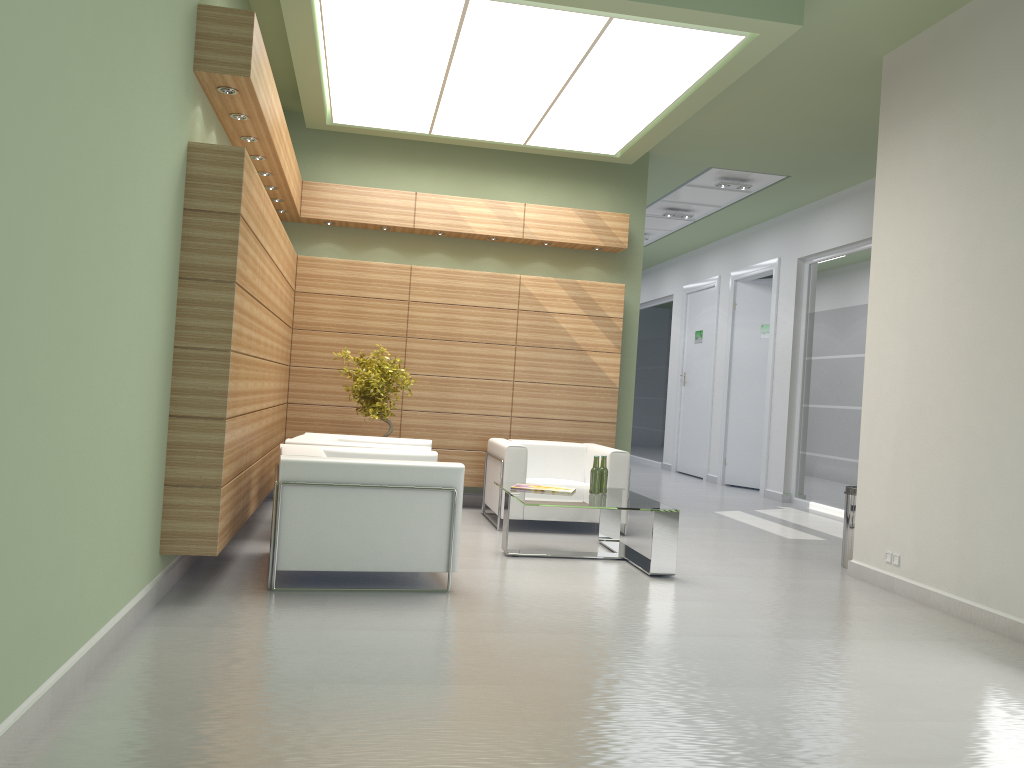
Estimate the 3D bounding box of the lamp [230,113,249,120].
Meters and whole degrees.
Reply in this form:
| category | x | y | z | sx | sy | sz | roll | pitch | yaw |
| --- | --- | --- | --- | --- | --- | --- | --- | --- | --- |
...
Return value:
| category | x | y | z | sx | sy | sz | roll | pitch | yaw |
| --- | --- | --- | --- | --- | --- | --- | --- | --- | --- |
| lamp | -2.704 | -2.678 | 8.805 | 0.181 | 0.074 | 0.181 | 4 | -1 | -27 |

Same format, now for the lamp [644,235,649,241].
| category | x | y | z | sx | sy | sz | roll | pitch | yaw |
| --- | --- | --- | --- | --- | --- | --- | --- | --- | --- |
| lamp | 3.255 | -3.901 | 23.414 | 0.657 | 0.159 | 0.286 | 4 | -1 | -10 |

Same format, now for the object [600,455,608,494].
| category | x | y | z | sx | sy | sz | roll | pitch | yaw |
| --- | --- | --- | --- | --- | --- | --- | --- | --- | --- |
| object | 1.144 | 1.138 | 11.155 | 0.131 | 0.475 | 0.131 | 4 | -1 | -45 |

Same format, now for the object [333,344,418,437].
| category | x | y | z | sx | sy | sz | roll | pitch | yaw |
| --- | --- | --- | --- | --- | --- | --- | --- | --- | --- |
| object | -2.128 | 0.663 | 13.138 | 1.201 | 2.565 | 1.116 | 4 | -1 | -42 |

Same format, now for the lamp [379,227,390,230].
| category | x | y | z | sx | sy | sz | roll | pitch | yaw |
| --- | --- | --- | --- | --- | --- | --- | --- | --- | --- |
| lamp | -2.080 | -2.571 | 14.517 | 0.181 | 0.074 | 0.181 | 4 | -1 | -15 |

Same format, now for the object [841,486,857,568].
| category | x | y | z | sx | sy | sz | roll | pitch | yaw |
| --- | --- | --- | --- | --- | --- | --- | --- | --- | --- |
| object | 4.486 | 1.846 | 11.373 | 0.483 | 1.027 | 0.482 | 4 | -1 | -39 |

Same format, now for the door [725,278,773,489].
| category | x | y | z | sx | sy | sz | roll | pitch | yaw |
| --- | --- | --- | --- | --- | --- | --- | --- | --- | --- |
| door | 6.155 | -0.012 | 21.340 | 0.134 | 5.083 | 2.089 | 4 | -1 | -40 |

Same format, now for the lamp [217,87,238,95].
| category | x | y | z | sx | sy | sz | roll | pitch | yaw |
| --- | --- | --- | --- | --- | --- | --- | --- | --- | --- |
| lamp | -2.569 | -2.678 | 8.020 | 0.181 | 0.074 | 0.181 | 4 | -1 | -38 |

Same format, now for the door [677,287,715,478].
| category | x | y | z | sx | sy | sz | roll | pitch | yaw |
| --- | --- | --- | --- | --- | --- | --- | --- | --- | --- |
| door | 5.036 | -0.050 | 24.400 | 0.250 | 5.083 | 2.089 | 4 | -1 | -10 |

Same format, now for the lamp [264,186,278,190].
| category | x | y | z | sx | sy | sz | roll | pitch | yaw |
| --- | --- | --- | --- | --- | --- | --- | --- | --- | --- |
| lamp | -3.252 | -2.676 | 11.986 | 0.181 | 0.074 | 0.181 | 4 | -1 | -27 |

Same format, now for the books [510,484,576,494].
| category | x | y | z | sx | sy | sz | roll | pitch | yaw |
| --- | --- | --- | --- | --- | --- | --- | --- | --- | --- |
| books | 0.398 | 1.314 | 11.129 | 0.762 | 0.025 | 0.508 | 4 | -1 | 10 |

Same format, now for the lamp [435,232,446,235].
| category | x | y | z | sx | sy | sz | roll | pitch | yaw |
| --- | --- | --- | --- | --- | --- | --- | --- | --- | --- |
| lamp | -1.185 | -2.510 | 14.671 | 0.181 | 0.074 | 0.181 | 3 | -1 | 41 |

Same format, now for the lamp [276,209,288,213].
| category | x | y | z | sx | sy | sz | roll | pitch | yaw |
| --- | --- | --- | --- | --- | --- | --- | --- | --- | --- |
| lamp | -3.528 | -2.676 | 13.590 | 0.181 | 0.074 | 0.181 | 4 | -1 | -27 |

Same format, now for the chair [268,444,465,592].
| category | x | y | z | sx | sy | sz | roll | pitch | yaw |
| --- | --- | --- | --- | --- | --- | --- | --- | --- | --- |
| chair | -1.557 | 1.330 | 9.219 | 1.802 | 1.234 | 1.894 | 4 | -1 | -15 |

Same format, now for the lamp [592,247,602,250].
| category | x | y | z | sx | sy | sz | roll | pitch | yaw |
| --- | --- | --- | --- | --- | --- | --- | --- | --- | --- |
| lamp | 1.449 | -2.333 | 15.124 | 0.181 | 0.074 | 0.181 | 4 | -1 | -15 |

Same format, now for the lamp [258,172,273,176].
| category | x | y | z | sx | sy | sz | roll | pitch | yaw |
| --- | --- | --- | --- | --- | --- | --- | --- | --- | --- |
| lamp | -3.116 | -2.677 | 11.198 | 0.181 | 0.074 | 0.181 | 4 | -1 | -27 |

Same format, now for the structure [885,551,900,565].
| category | x | y | z | sx | sy | sz | roll | pitch | yaw |
| --- | --- | --- | --- | --- | --- | --- | --- | --- | --- |
| structure | 4.280 | 1.959 | 9.984 | 0.017 | 0.118 | 0.262 | 4 | -1 | -10 |

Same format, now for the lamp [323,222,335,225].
| category | x | y | z | sx | sy | sz | roll | pitch | yaw |
| --- | --- | --- | --- | --- | --- | --- | --- | --- | --- |
| lamp | -2.964 | -2.630 | 14.364 | 0.181 | 0.074 | 0.181 | 4 | -1 | -15 |

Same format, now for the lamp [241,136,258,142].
| category | x | y | z | sx | sy | sz | roll | pitch | yaw |
| --- | --- | --- | --- | --- | --- | --- | --- | --- | --- |
| lamp | -2.842 | -2.677 | 9.606 | 0.181 | 0.074 | 0.181 | 4 | -1 | -27 |

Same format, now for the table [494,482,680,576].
| category | x | y | z | sx | sy | sz | roll | pitch | yaw |
| --- | --- | --- | --- | --- | --- | --- | --- | --- | --- |
| table | 0.794 | 1.723 | 10.840 | 1.783 | 0.742 | 2.197 | 4 | -1 | -10 |

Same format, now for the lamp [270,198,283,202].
| category | x | y | z | sx | sy | sz | roll | pitch | yaw |
| --- | --- | --- | --- | --- | --- | --- | --- | --- | --- |
| lamp | -3.391 | -2.676 | 12.794 | 0.181 | 0.074 | 0.181 | 4 | -1 | -38 |

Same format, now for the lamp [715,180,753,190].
| category | x | y | z | sx | sy | sz | roll | pitch | yaw |
| --- | --- | --- | --- | --- | --- | --- | --- | --- | --- |
| lamp | 4.315 | -3.904 | 17.265 | 0.657 | 0.159 | 0.286 | 4 | -1 | -10 |

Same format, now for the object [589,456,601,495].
| category | x | y | z | sx | sy | sz | roll | pitch | yaw |
| --- | --- | --- | --- | --- | --- | --- | --- | --- | --- |
| object | 1.037 | 1.129 | 11.014 | 0.131 | 0.475 | 0.131 | 4 | -1 | -45 |

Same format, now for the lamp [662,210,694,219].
| category | x | y | z | sx | sy | sz | roll | pitch | yaw |
| --- | --- | --- | --- | --- | --- | --- | --- | --- | --- |
| lamp | 3.797 | -3.903 | 20.272 | 0.657 | 0.159 | 0.286 | 4 | -1 | -10 |

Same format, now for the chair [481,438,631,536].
| category | x | y | z | sx | sy | sz | roll | pitch | yaw |
| --- | --- | --- | --- | --- | --- | --- | --- | --- | --- |
| chair | 0.627 | 1.522 | 13.417 | 1.894 | 1.234 | 1.802 | 4 | -1 | -10 |

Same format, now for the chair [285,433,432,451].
| category | x | y | z | sx | sy | sz | roll | pitch | yaw |
| --- | --- | --- | --- | --- | --- | --- | --- | --- | --- |
| chair | -1.936 | 1.332 | 11.513 | 1.769 | 1.234 | 1.894 | 4 | -1 | -5 |

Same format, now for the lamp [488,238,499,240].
| category | x | y | z | sx | sy | sz | roll | pitch | yaw |
| --- | --- | --- | --- | --- | --- | --- | --- | --- | --- |
| lamp | -0.309 | -2.451 | 14.822 | 0.181 | 0.074 | 0.181 | 4 | -1 | -15 |

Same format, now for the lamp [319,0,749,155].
| category | x | y | z | sx | sy | sz | roll | pitch | yaw |
| --- | --- | --- | --- | --- | --- | --- | --- | --- | --- |
| lamp | -0.113 | -4.065 | 11.682 | 4.571 | 0.325 | 5.060 | 4 | -1 | -10 |

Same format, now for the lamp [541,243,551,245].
| category | x | y | z | sx | sy | sz | roll | pitch | yaw |
| --- | --- | --- | --- | --- | --- | --- | --- | --- | --- |
| lamp | 0.579 | -2.392 | 14.975 | 0.181 | 0.074 | 0.181 | 3 | -1 | 41 |

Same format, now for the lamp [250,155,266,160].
| category | x | y | z | sx | sy | sz | roll | pitch | yaw |
| --- | --- | --- | --- | --- | --- | --- | --- | --- | --- |
| lamp | -2.978 | -2.677 | 10.396 | 0.181 | 0.074 | 0.181 | 4 | -1 | -38 |
